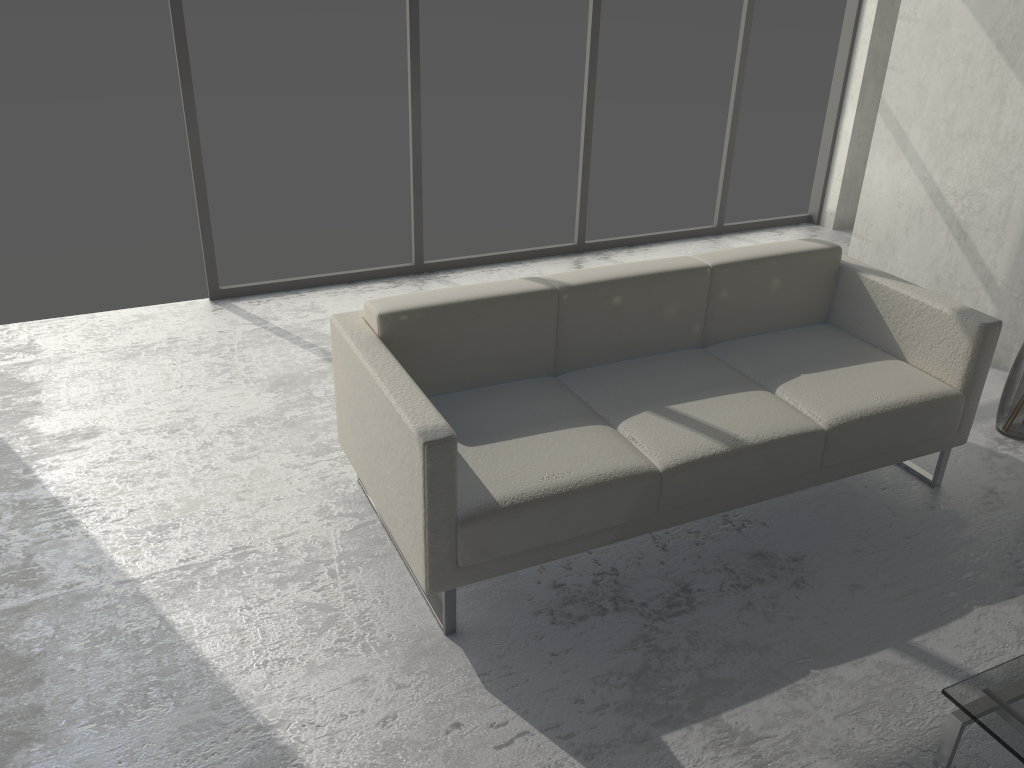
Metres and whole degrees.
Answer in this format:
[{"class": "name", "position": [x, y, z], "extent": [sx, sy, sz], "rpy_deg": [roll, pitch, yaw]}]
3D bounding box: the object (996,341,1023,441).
[{"class": "object", "position": [1.998, -0.226, 2.951], "extent": [0.387, 1.051, 0.400], "rpy_deg": [3, 27, 1]}]

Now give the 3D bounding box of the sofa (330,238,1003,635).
[{"class": "sofa", "position": [0.479, 0.038, 2.766], "extent": [1.881, 0.658, 0.821], "rpy_deg": [-11, 30, -23]}]

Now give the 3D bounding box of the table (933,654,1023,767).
[{"class": "table", "position": [1.421, 0.826, 1.802], "extent": [0.773, 0.190, 0.730], "rpy_deg": [-11, 30, -23]}]

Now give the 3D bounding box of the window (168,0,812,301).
[{"class": "window", "position": [0.440, -1.852, 4.455], "extent": [4.080, 2.477, 0.037], "rpy_deg": [-11, 30, -23]}]
